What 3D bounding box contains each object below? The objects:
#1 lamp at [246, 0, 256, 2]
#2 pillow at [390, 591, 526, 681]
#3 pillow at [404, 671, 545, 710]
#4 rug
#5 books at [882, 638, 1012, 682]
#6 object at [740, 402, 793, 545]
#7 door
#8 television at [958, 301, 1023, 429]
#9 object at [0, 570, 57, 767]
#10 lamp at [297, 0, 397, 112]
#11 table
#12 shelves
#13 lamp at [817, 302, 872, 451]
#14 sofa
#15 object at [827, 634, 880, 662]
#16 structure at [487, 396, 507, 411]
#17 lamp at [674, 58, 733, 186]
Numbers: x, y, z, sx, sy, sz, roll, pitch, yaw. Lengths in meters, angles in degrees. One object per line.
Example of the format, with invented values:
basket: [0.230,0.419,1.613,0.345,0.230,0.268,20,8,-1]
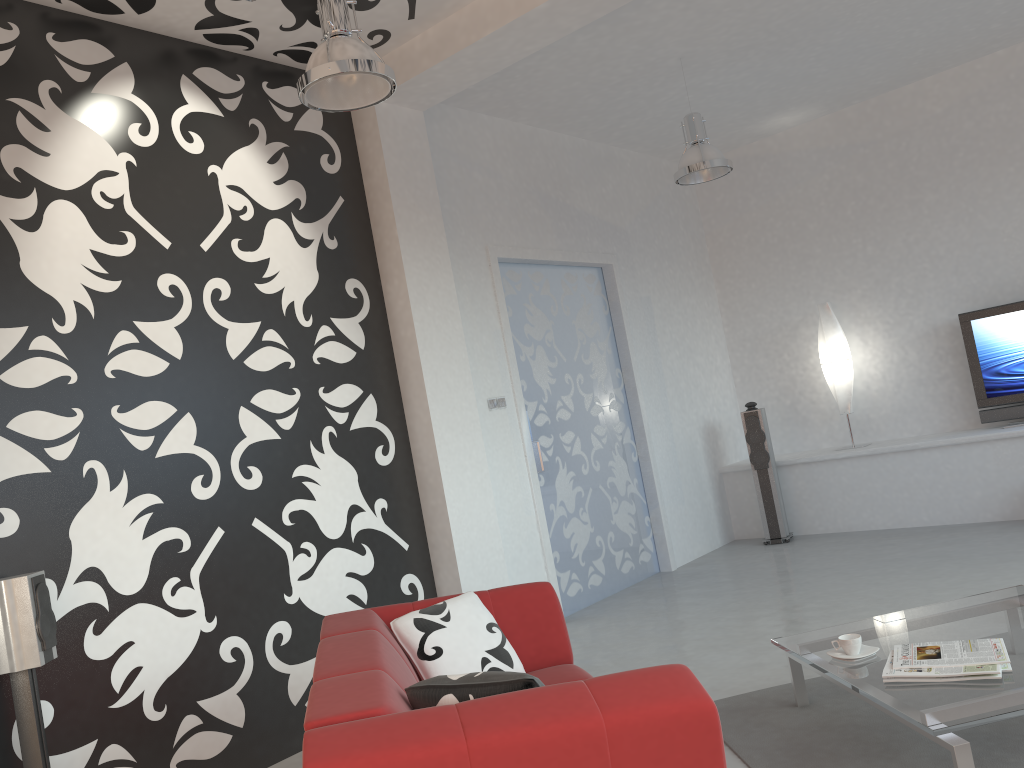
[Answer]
lamp: [-1.177,-1.726,3.830,0.118,0.176,0.112,-10,-3,-9]
pillow: [-0.199,0.982,3.288,0.402,0.343,0.288,-8,-4,-43]
pillow: [-0.027,0.897,2.308,0.402,0.343,0.288,-12,-4,32]
rug: [1.670,1.173,3.033,1.700,0.025,1.700,-10,-3,-6]
books: [1.426,0.900,2.901,0.367,0.035,0.345,-12,-3,29]
object: [2.117,0.730,7.424,0.255,1.184,0.273,-12,-3,24]
door: [0.482,0.289,6.528,0.240,2.550,1.600,-13,-4,39]
television: [4.104,-0.216,6.507,1.356,0.919,0.343,-13,-4,39]
object: [-1.728,1.251,3.190,0.229,1.112,0.214,-10,-3,-6]
lamp: [-0.707,-1.520,3.456,0.379,0.800,0.379,-12,-4,32]
table: [1.656,1.028,3.042,1.097,0.286,1.162,-10,-3,-6]
shelves: [4.123,0.268,6.387,5.500,0.050,0.650,-13,-4,39]
lamp: [2.764,-0.076,7.496,0.263,1.239,0.263,-12,-4,31]
sofa: [-0.074,1.112,2.773,0.951,0.738,1.929,-10,-3,-11]
object: [1.213,0.936,3.165,0.153,0.069,0.153,-9,-3,-24]
structure: [-0.095,0.123,5.708,0.016,0.080,0.170,-13,-4,39]
lamp: [1.174,-1.744,5.782,0.379,0.800,0.379,-13,-4,35]
